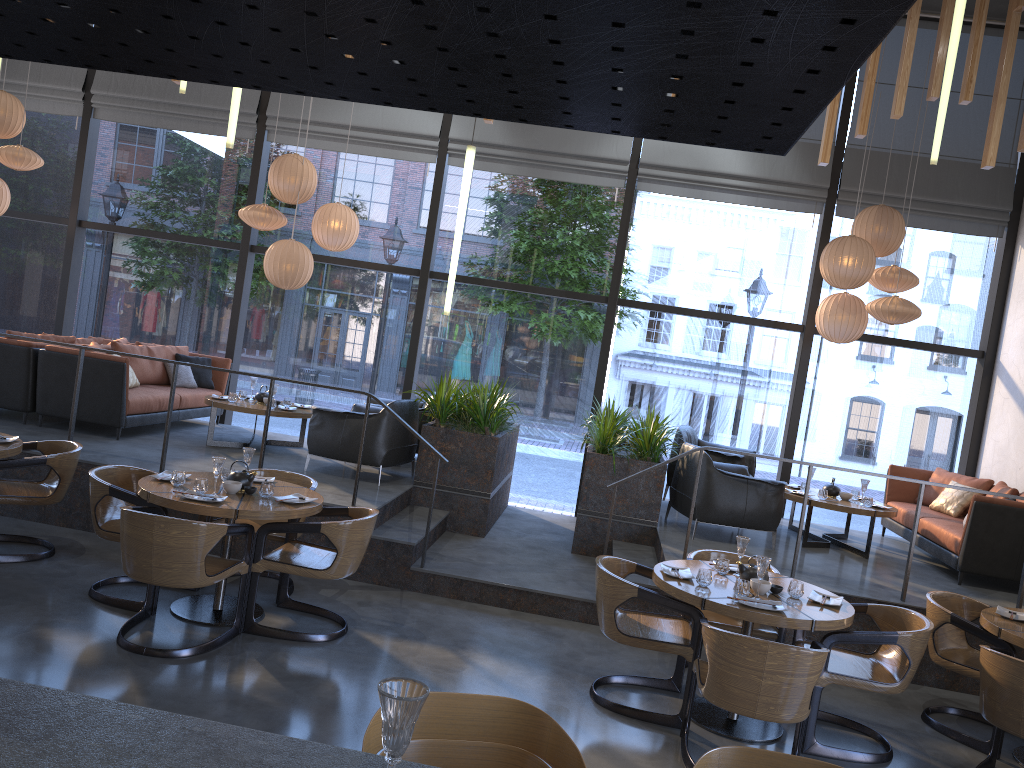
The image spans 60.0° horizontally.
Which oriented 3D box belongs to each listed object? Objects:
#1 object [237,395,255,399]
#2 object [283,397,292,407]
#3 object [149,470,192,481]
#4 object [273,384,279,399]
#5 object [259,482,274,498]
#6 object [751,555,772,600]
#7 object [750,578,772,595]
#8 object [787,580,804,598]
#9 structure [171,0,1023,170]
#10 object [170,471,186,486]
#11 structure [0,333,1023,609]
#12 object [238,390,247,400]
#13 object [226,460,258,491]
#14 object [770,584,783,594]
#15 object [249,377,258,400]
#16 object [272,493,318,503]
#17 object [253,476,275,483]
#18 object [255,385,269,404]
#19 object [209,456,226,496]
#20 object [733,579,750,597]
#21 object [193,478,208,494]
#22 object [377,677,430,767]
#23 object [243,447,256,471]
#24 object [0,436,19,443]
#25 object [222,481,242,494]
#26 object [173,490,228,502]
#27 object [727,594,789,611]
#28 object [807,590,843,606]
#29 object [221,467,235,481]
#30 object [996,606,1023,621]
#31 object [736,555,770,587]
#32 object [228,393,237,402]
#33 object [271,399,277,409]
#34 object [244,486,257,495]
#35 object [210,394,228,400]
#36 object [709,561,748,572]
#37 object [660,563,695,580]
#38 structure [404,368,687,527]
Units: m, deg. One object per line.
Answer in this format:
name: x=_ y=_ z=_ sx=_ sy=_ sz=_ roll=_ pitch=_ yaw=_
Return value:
object: x=-2.695 y=0.129 z=8.991 sx=0.170 sy=0.025 sz=0.294 roll=11 pitch=3 yaw=42
object: x=-2.220 y=0.179 z=8.772 sx=0.086 sy=0.086 sz=0.086 roll=9 pitch=2 yaw=10
object: x=-2.119 y=0.576 z=5.471 sx=0.170 sy=0.025 sz=0.294 roll=9 pitch=2 yaw=3
object: x=-2.273 y=0.113 z=8.442 sx=0.082 sy=0.227 sz=0.082 roll=7 pitch=3 yaw=-41
object: x=-1.487 y=0.645 z=5.375 sx=0.086 sy=0.086 sz=0.086 roll=7 pitch=3 yaw=-37
object: x=1.316 y=1.029 z=4.698 sx=0.082 sy=0.227 sz=0.082 roll=8 pitch=3 yaw=-24
object: x=1.357 y=1.112 z=4.849 sx=0.116 sy=0.065 sz=0.116 roll=8 pitch=2 yaw=-15
object: x=1.561 y=1.131 z=4.875 sx=0.086 sy=0.086 sz=0.086 roll=9 pitch=2 yaw=8
structure: x=-1.152 y=-1.346 z=1.914 sx=10.399 sy=5.894 sz=10.127 roll=9 pitch=2 yaw=6
object: x=-2.002 y=0.569 z=5.321 sx=0.086 sy=0.086 sz=0.086 roll=10 pitch=3 yaw=31
structure: x=-1.685 y=-0.654 z=2.094 sx=11.718 sy=4.117 sz=9.054 roll=9 pitch=2 yaw=6
object: x=-2.671 y=0.109 z=8.800 sx=0.086 sy=0.086 sz=0.086 roll=11 pitch=3 yaw=44
object: x=-1.679 y=0.564 z=5.493 sx=0.163 sy=0.179 sz=0.168 roll=7 pitch=3 yaw=-30
object: x=1.455 y=1.137 z=4.895 sx=0.080 sy=0.042 sz=0.080 roll=7 pitch=3 yaw=-30
object: x=-2.598 y=0.045 z=8.882 sx=0.082 sy=0.227 sz=0.082 roll=8 pitch=2 yaw=-12
object: x=-1.331 y=0.701 z=5.369 sx=0.170 sy=0.025 sz=0.294 roll=10 pitch=3 yaw=25
object: x=-1.720 y=0.622 z=5.846 sx=0.294 sy=0.025 sz=0.170 roll=8 pitch=2 yaw=-9
object: x=-2.445 y=0.099 z=8.738 sx=0.163 sy=0.179 sz=0.168 roll=7 pitch=3 yaw=-28
object: x=-1.732 y=0.543 z=5.199 sx=0.082 sy=0.227 sz=0.082 roll=8 pitch=3 yaw=-24
object: x=1.220 y=1.086 z=4.707 sx=0.086 sy=0.086 sz=0.086 roll=10 pitch=3 yaw=31
object: x=-1.827 y=0.600 z=5.207 sx=0.086 sy=0.086 sz=0.086 roll=10 pitch=3 yaw=31
object: x=-0.185 y=0.584 z=1.385 sx=0.082 sy=0.227 sz=0.082 roll=11 pitch=3 yaw=41
object: x=-1.707 y=0.526 z=5.707 sx=0.082 sy=0.227 sz=0.082 roll=11 pitch=3 yaw=39
object: x=-3.384 y=0.368 z=5.843 sx=0.170 sy=0.025 sz=0.294 roll=8 pitch=2 yaw=-14
object: x=-1.691 y=0.626 z=5.350 sx=0.116 sy=0.065 sz=0.116 roll=7 pitch=3 yaw=-32
object: x=-1.794 y=0.642 z=5.061 sx=0.294 sy=0.025 sz=0.170 roll=9 pitch=2 yaw=3
object: x=1.254 y=1.128 z=4.561 sx=0.294 sy=0.025 sz=0.170 roll=9 pitch=2 yaw=3
object: x=1.717 y=1.187 z=4.868 sx=0.170 sy=0.025 sz=0.294 roll=10 pitch=3 yaw=25
object: x=-1.819 y=0.582 z=5.684 sx=0.086 sy=0.086 sz=0.086 roll=8 pitch=2 yaw=-7
object: x=2.937 y=1.359 z=5.205 sx=0.170 sy=0.025 sz=0.294 roll=10 pitch=3 yaw=31
object: x=1.369 y=1.050 z=4.996 sx=0.168 sy=0.179 sz=0.163 roll=11 pitch=3 yaw=44
object: x=-2.646 y=0.129 z=8.402 sx=0.086 sy=0.086 sz=0.086 roll=9 pitch=2 yaw=10
object: x=-2.265 y=0.189 z=8.362 sx=0.086 sy=0.086 sz=0.086 roll=9 pitch=2 yaw=10
object: x=-1.593 y=0.651 z=5.396 sx=0.080 sy=0.042 sz=0.080 roll=10 pitch=3 yaw=30
object: x=-2.801 y=0.132 z=8.513 sx=0.170 sy=0.025 sz=0.294 roll=8 pitch=2 yaw=-14
object: x=1.327 y=1.108 z=5.345 sx=0.294 sy=0.025 sz=0.170 roll=8 pitch=2 yaw=-9
object: x=0.929 y=1.062 z=4.971 sx=0.170 sy=0.025 sz=0.294 roll=9 pitch=2 yaw=3
structure: x=-4.524 y=0.206 z=4.574 sx=4.306 sy=1.608 sz=15.715 roll=11 pitch=3 yaw=44
